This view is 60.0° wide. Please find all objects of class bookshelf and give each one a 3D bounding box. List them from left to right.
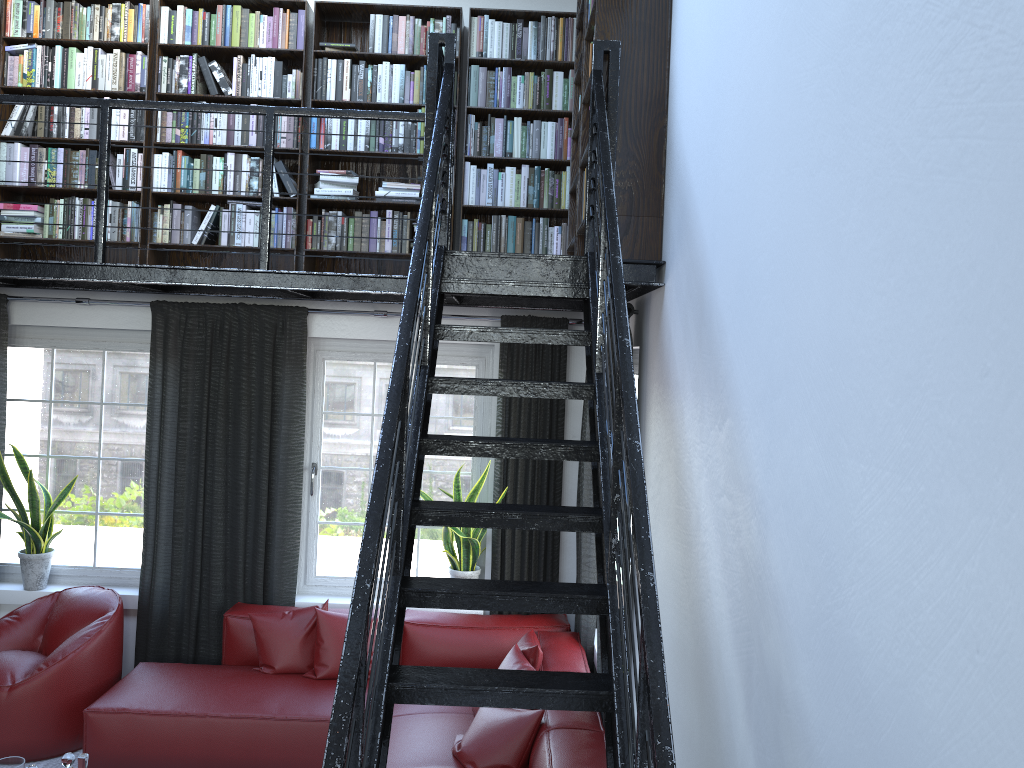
[{"bbox_3d":[-1.629,-1.390,3.863,4.475,1.616,3.090,2,1,0],"label":"bookshelf"}]

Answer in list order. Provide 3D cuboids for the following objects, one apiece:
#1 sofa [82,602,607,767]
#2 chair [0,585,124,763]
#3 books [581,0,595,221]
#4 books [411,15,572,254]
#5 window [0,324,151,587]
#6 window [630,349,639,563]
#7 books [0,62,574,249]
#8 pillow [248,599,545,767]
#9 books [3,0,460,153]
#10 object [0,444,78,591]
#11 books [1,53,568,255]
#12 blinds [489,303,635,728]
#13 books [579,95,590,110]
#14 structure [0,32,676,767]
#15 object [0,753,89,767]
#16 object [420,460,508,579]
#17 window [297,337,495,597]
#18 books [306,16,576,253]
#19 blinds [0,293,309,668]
[{"bbox_3d":[-0.845,1.679,3.680,2.542,0.655,3.281,2,2,-1],"label":"sofa"},{"bbox_3d":[-2.566,1.532,4.804,0.829,0.711,0.831,2,1,-39],"label":"chair"},{"bbox_3d":[-1.604,-1.463,3.994,4.383,1.404,1.170,2,0,0],"label":"books"},{"bbox_3d":[-1.641,-1.508,5.232,4.436,1.412,0.227,2,0,0],"label":"books"},{"bbox_3d":[-2.726,0.448,5.509,1.167,1.605,0.133,2,0,0],"label":"window"},{"bbox_3d":[0.649,0.622,4.479,0.133,1.605,1.167,2,0,0],"label":"window"},{"bbox_3d":[-1.275,-1.342,5.246,3.391,1.122,0.240,2,0,0],"label":"books"},{"bbox_3d":[-0.420,1.432,4.609,1.959,0.401,0.982,4,2,42],"label":"pillow"},{"bbox_3d":[-1.633,-1.794,5.243,2.637,0.827,0.213,2,0,0],"label":"books"},{"bbox_3d":[-2.999,0.771,5.250,0.553,0.939,0.526,2,0,10],"label":"object"},{"bbox_3d":[-1.642,-1.497,5.228,4.441,1.396,0.242,2,0,0],"label":"books"},{"bbox_3d":[0.389,0.806,4.614,0.527,2.379,1.751,3,0,-18],"label":"blinds"},{"bbox_3d":[-1.635,-1.324,3.757,4.335,1.139,1.599,2,1,-1],"label":"books"},{"bbox_3d":[-1.699,0.296,3.087,4.488,3.353,4.617,2,1,0],"label":"structure"},{"bbox_3d":[-1.662,1.576,3.468,1.009,0.294,0.512,2,1,3],"label":"object"},{"bbox_3d":[-0.334,0.883,5.243,0.553,0.939,0.526,2,0,-12],"label":"object"},{"bbox_3d":[-0.722,0.532,5.521,1.167,1.605,0.133,2,0,0],"label":"window"},{"bbox_3d":[-1.654,-1.497,4.745,4.435,1.429,1.286,2,1,1],"label":"books"},{"bbox_3d":[-2.523,0.665,5.296,2.508,2.385,0.125,2,0,0],"label":"blinds"}]
